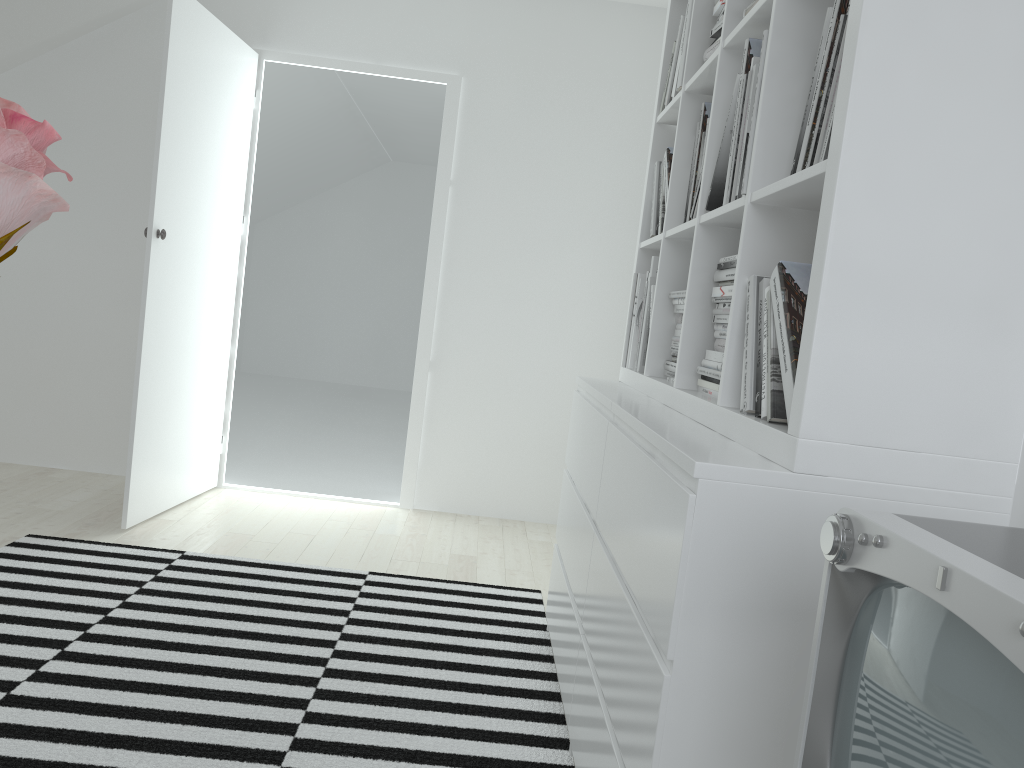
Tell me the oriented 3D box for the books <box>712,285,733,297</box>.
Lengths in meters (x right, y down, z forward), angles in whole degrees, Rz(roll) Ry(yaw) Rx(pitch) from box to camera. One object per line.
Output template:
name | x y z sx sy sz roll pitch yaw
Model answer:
books | 0.522 -0.177 1.779 0.174 0.021 0.273 7 4 -2

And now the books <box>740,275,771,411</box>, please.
books | 0.493 -0.063 1.553 0.172 0.239 0.093 7 4 -2

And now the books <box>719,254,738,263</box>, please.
books | 0.529 -0.245 1.783 0.161 0.012 0.254 7 4 -2

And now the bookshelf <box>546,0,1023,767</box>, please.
bookshelf | 0.487 -0.317 1.961 0.440 2.416 1.595 7 4 -2

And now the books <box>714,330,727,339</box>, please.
books | 0.532 -0.086 1.779 0.182 0.016 0.288 7 4 -2

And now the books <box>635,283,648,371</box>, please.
books | 0.450 -0.156 2.563 0.161 0.256 0.013 7 4 -2

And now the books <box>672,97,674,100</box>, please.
books | 0.550 -0.896 2.452 0.172 0.239 0.093 7 4 -2

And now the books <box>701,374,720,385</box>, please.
books | 0.543 0.010 1.799 0.251 0.012 0.312 7 4 -1

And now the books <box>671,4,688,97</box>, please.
books | 0.544 -0.894 2.412 0.174 0.242 0.105 7 4 -2

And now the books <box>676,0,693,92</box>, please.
books | 0.541 -0.913 2.333 0.176 0.290 0.053 7 4 -2

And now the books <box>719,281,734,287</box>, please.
books | 0.529 -0.194 1.787 0.161 0.013 0.254 7 4 -2

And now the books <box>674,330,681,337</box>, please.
books | 0.507 -0.112 2.165 0.167 0.017 0.263 7 4 -2

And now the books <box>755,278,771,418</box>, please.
books | 0.487 -0.053 1.477 0.152 0.232 0.104 7 4 -2

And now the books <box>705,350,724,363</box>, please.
books | 0.510 -0.043 1.790 0.174 0.021 0.273 7 4 -2

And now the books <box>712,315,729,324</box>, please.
books | 0.522 -0.121 1.796 0.167 0.017 0.263 7 4 -2

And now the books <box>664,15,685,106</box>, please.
books | 0.537 -0.898 2.495 0.172 0.235 0.112 7 4 -2

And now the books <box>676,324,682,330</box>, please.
books | 0.522 -0.127 2.173 0.182 0.016 0.288 7 4 -2

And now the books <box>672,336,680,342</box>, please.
books | 0.497 -0.098 2.172 0.161 0.012 0.254 7 4 -2

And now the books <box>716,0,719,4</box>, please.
books | 0.605 -0.935 2.111 0.161 0.013 0.254 6 4 -7

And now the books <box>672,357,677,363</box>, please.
books | 0.497 -0.045 2.173 0.161 0.013 0.254 7 4 -2

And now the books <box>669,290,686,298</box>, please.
books | 0.504 -0.211 2.176 0.182 0.016 0.288 7 4 -2

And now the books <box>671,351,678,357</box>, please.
books | 0.513 -0.058 2.189 0.182 0.016 0.288 7 4 -2

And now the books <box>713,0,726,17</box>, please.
books | 0.597 -0.917 2.103 0.174 0.021 0.273 7 4 -2

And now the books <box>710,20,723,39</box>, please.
books | 0.598 -0.862 2.119 0.167 0.017 0.263 6 4 -7

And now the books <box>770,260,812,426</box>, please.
books | 0.495 -0.053 1.341 0.176 0.255 0.226 7 4 -2

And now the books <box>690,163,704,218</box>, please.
books | 0.544 -0.516 2.168 0.161 0.226 0.138 7 4 -2

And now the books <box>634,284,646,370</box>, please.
books | 0.452 -0.156 2.588 0.161 0.254 0.012 7 4 -2

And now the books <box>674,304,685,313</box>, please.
books | 0.511 -0.175 2.172 0.174 0.021 0.273 7 4 -2

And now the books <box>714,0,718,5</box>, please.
books | 0.607 -0.952 2.097 0.176 0.025 0.331 7 4 -2

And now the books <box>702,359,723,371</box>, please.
books | 0.507 -0.024 1.790 0.182 0.016 0.288 7 4 -2

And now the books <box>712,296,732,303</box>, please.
books | 0.516 -0.162 1.796 0.161 0.013 0.256 7 4 -2

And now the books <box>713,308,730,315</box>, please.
books | 0.516 -0.137 1.787 0.161 0.012 0.254 7 4 -2

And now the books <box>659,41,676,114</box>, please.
books | 0.532 -0.880 2.607 0.161 0.210 0.127 7 4 -2

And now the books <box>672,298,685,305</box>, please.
books | 0.513 -0.193 2.172 0.182 0.016 0.288 7 4 -2

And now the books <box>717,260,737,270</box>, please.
books | 0.524 -0.231 1.769 0.159 0.012 0.285 7 4 -2

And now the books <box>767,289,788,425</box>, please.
books | 0.486 -0.038 1.410 0.161 0.213 0.118 7 4 -2

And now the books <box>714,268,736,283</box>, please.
books | 0.532 -0.211 1.774 0.176 0.025 0.331 7 4 -2

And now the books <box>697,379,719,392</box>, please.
books | 0.533 0.022 1.803 0.232 0.014 0.308 7 4 -5

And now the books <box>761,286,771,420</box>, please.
books | 0.491 -0.044 1.449 0.161 0.218 0.101 7 4 -2

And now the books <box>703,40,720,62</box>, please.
books | 0.590 -0.807 2.108 0.180 0.028 0.296 6 4 -7

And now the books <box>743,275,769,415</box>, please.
books | 0.484 -0.058 1.509 0.172 0.235 0.112 7 4 -2

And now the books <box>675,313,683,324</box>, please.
books | 0.524 -0.151 2.195 0.180 0.028 0.296 7 4 -2

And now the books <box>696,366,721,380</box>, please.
books | 0.495 -0.009 1.784 0.182 0.016 0.288 7 4 -2

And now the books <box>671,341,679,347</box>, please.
books | 0.501 -0.086 2.185 0.159 0.012 0.285 7 4 -2

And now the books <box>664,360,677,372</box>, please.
books | 0.494 -0.028 2.186 0.176 0.025 0.331 7 4 -2

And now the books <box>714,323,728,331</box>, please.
books | 0.534 -0.103 1.789 0.182 0.016 0.288 7 4 -2

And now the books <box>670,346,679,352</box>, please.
books | 0.492 -0.074 2.164 0.161 0.013 0.256 7 4 -2

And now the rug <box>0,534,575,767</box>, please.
rug | -0.751 0.826 1.034 1.846 0.004 4.362 7 4 -2

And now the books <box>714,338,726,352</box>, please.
books | 0.529 -0.062 1.768 0.180 0.028 0.296 7 4 -2

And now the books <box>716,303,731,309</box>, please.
books | 0.523 -0.147 1.776 0.159 0.012 0.285 7 4 -2
